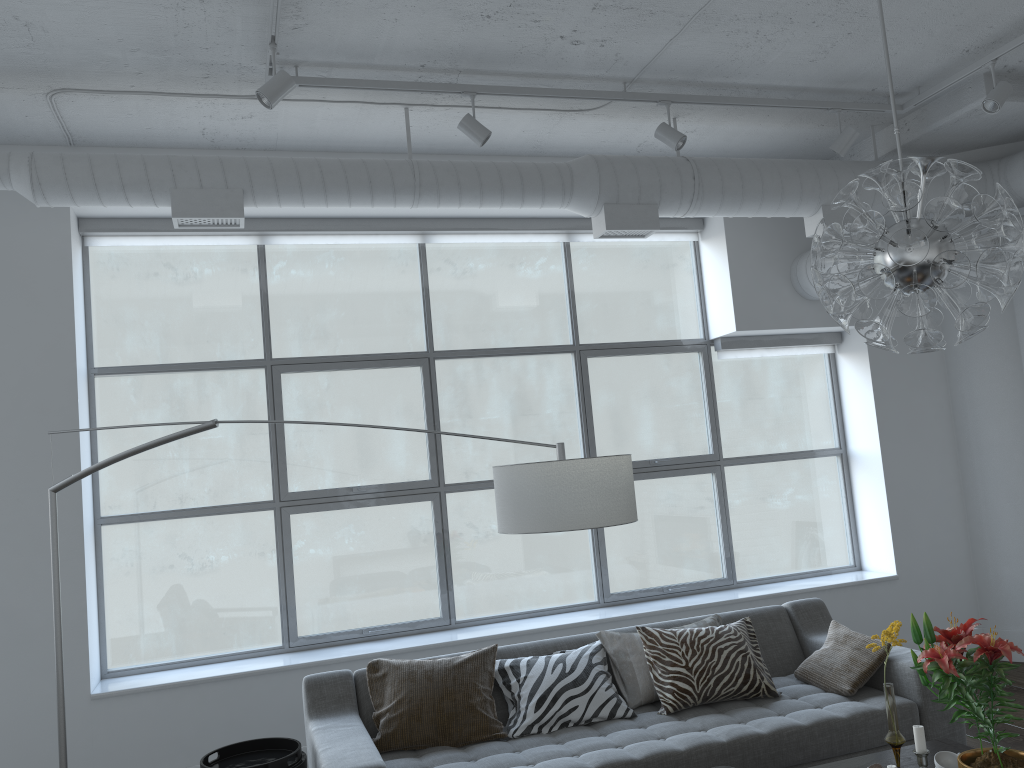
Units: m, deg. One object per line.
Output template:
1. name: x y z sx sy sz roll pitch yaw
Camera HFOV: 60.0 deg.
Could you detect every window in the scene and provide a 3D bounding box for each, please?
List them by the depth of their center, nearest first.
1. window: 0.011 0.189 5.230 4.566 2.340 0.107 -3 -6 -18

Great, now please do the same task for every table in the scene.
1. table: 1.050 1.375 2.212 1.362 0.394 1.306 -3 -6 -18
2. table: -0.903 1.577 3.129 0.379 0.536 0.379 -5 -5 0

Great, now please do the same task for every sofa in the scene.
1. sofa: 0.478 1.429 3.657 2.541 0.684 0.991 -3 -6 -18

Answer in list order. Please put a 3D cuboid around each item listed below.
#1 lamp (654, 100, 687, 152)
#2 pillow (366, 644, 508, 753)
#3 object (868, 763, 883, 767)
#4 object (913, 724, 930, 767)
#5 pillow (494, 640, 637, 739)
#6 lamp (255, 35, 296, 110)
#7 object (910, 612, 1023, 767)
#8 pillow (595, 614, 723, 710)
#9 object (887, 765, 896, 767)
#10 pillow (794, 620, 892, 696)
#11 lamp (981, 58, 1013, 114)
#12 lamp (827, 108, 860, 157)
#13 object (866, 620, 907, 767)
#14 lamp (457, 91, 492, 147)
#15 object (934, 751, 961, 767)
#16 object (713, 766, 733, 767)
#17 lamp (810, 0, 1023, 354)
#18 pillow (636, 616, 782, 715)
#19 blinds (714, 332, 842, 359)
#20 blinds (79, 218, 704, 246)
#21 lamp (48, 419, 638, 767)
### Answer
1. lamp: 0.755 -1.251 4.260 0.154 0.285 0.087 -8 -6 26
2. pillow: -0.323 1.288 3.607 0.597 0.338 0.298 -4 -6 -8
3. object: 1.096 1.185 2.693 0.124 0.078 0.069 -1 -7 -35
4. object: 1.241 1.118 2.688 0.098 0.174 0.098 -3 -6 -23
5. pillow: 0.198 1.285 3.724 0.578 0.283 0.346 -3 -6 -17
6. lamp: -0.907 -1.185 3.388 0.154 0.285 0.095 -3 -6 -24
7. object: 1.235 0.893 2.352 0.284 0.558 0.275 -9 -7 34
8. pillow: 0.723 1.234 3.939 0.663 0.318 0.254 -3 -6 -17
9. object: 1.114 1.158 2.585 0.102 0.098 0.102 -7 -6 22
10. pillow: 1.425 1.196 3.853 0.236 0.261 0.427 -4 -6 -16
11. lamp: 2.249 -1.397 4.136 0.154 0.285 0.095 -3 -6 -19
12. lamp: 1.699 -1.308 4.549 0.154 0.285 0.087 -8 -6 31
13. object: 1.190 0.980 2.762 0.120 0.470 0.121 -5 -5 -2
14. lamp: -0.173 -1.196 3.960 0.154 0.285 0.087 -4 -6 -8
15. object: 1.275 1.133 2.573 0.124 0.113 0.121 -5 -5 2
16. object: 0.619 1.193 2.589 0.117 0.116 0.106 -1 -7 -38
17. lamp: 1.093 -0.858 2.557 0.552 1.546 0.552 -2 -6 -30
18. pillow: 0.836 1.186 3.802 0.576 0.340 0.271 -4 -6 -14
19. blinds: 1.733 -0.249 5.749 0.903 0.130 0.086 -3 -6 -18
20. blinds: -0.513 -0.886 5.132 3.613 0.130 0.086 -3 -6 -18
21. lamp: -0.618 0.923 2.931 2.162 1.738 0.432 -7 -6 16
